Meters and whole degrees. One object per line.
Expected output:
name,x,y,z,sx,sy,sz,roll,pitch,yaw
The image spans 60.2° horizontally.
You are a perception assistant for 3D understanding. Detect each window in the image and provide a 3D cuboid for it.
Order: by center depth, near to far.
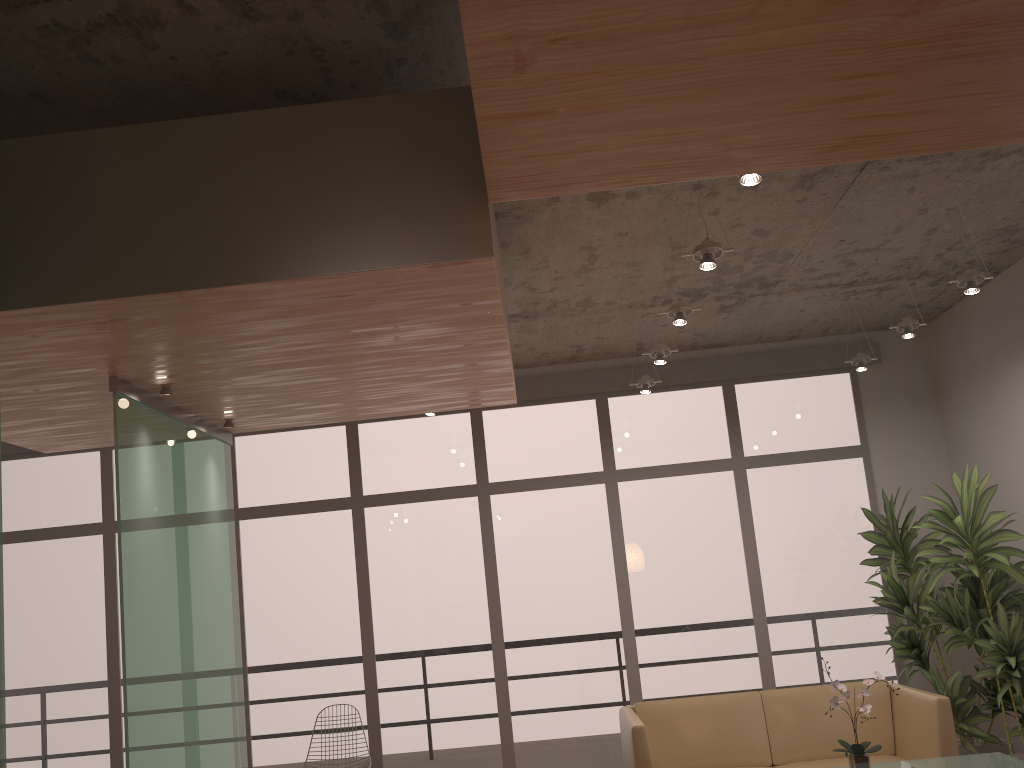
window,-1.168,1.705,6.977,8.564,3.235,0.063,-6,-8,2

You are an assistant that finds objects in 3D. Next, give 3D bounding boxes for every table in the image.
table,1.564,2.136,4.026,1.871,0.552,0.955,-6,-12,2

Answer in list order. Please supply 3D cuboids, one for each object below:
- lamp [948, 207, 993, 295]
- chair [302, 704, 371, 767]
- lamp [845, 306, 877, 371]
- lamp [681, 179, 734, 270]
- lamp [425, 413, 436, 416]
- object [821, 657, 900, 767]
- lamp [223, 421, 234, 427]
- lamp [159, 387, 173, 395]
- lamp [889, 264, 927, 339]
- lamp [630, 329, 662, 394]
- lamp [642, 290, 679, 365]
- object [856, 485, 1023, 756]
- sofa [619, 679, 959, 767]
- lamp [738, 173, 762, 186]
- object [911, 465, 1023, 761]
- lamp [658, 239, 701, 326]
lamp,2.399,-0.712,4.671,0.198,0.476,0.136,0,-10,-31
chair,-1.279,2.799,6.353,0.543,0.888,0.569,-6,-10,1
lamp,2.463,-0.330,6.294,0.198,0.476,0.136,0,-10,-31
lamp,0.845,-0.742,3.909,0.198,0.476,0.136,0,-10,-31
lamp,-0.602,-0.007,6.393,0.198,0.476,0.136,0,-10,-31
object,1.591,1.561,4.077,0.298,0.581,0.377,-5,-10,-4
lamp,-1.488,-0.001,4.611,0.102,0.464,0.156,-2,-10,-26
lamp,-1.518,-0.178,3.857,0.102,0.464,0.156,-2,-10,-26
lamp,2.431,-0.521,5.482,0.198,0.476,0.136,0,-10,-31
lamp,0.940,-0.170,6.343,0.198,0.476,0.136,0,-10,-31
lamp,0.908,-0.361,5.532,0.198,0.476,0.136,0,-10,-31
object,3.050,1.703,6.081,1.088,2.075,0.974,-9,-10,19
sofa,1.611,2.299,5.312,1.802,0.826,0.893,-6,-11,2
lamp,0.813,-0.933,3.097,0.198,0.476,0.136,0,-10,-31
object,3.038,1.544,5.411,0.971,2.075,1.091,-8,-10,14
lamp,0.876,-0.552,4.720,0.198,0.476,0.136,0,-10,-31
